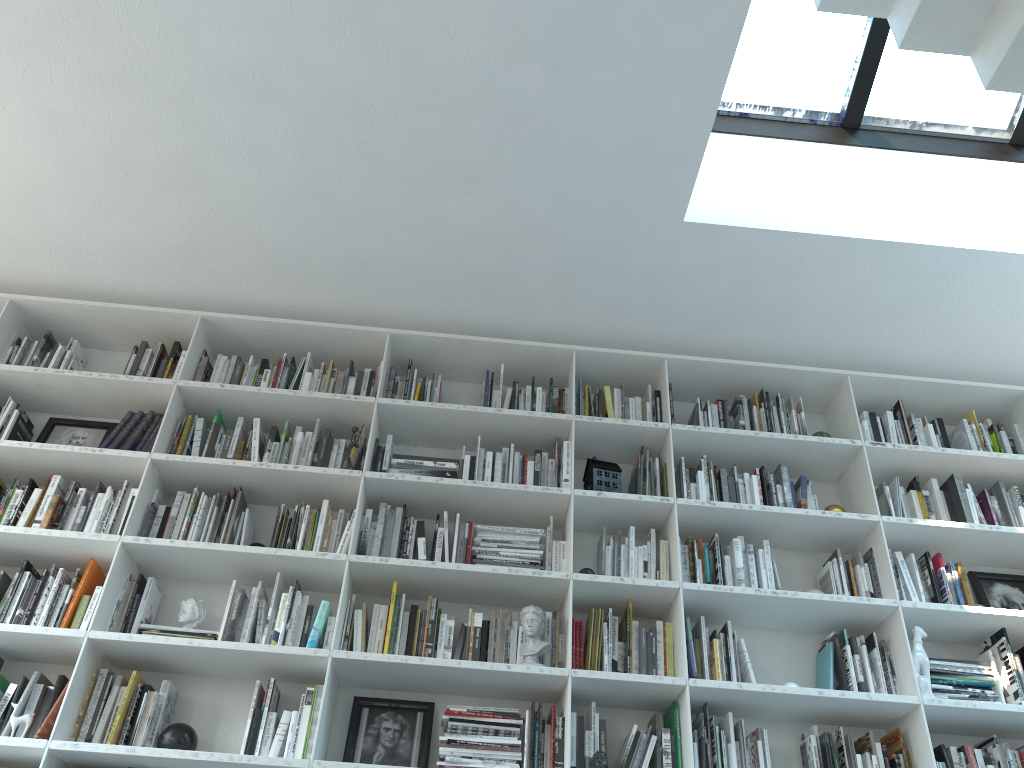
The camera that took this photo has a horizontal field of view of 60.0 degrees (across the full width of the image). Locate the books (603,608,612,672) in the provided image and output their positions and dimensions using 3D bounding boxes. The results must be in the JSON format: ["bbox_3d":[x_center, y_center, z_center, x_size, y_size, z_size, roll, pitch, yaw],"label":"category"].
[{"bbox_3d":[0.361,1.025,3.377,0.019,0.292,0.164,5,-37,-2],"label":"books"}]

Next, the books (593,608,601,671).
[{"bbox_3d":[0.312,1.019,3.373,0.035,0.291,0.146,5,-37,-2],"label":"books"}]

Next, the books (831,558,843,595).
[{"bbox_3d":[1.311,0.849,3.619,0.012,0.231,0.155,5,-37,-2],"label":"books"}]

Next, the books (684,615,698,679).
[{"bbox_3d":[0.665,1.054,3.384,0.035,0.286,0.192,5,-37,-2],"label":"books"}]

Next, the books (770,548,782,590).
[{"bbox_3d":[1.059,0.821,3.620,0.034,0.252,0.162,5,-37,-2],"label":"books"}]

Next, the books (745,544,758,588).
[{"bbox_3d":[0.952,0.803,3.600,0.025,0.243,0.184,5,-37,-2],"label":"books"}]

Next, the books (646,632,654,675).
[{"bbox_3d":[0.502,1.068,3.348,0.034,0.203,0.182,5,-37,-2],"label":"books"}]

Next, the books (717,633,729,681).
[{"bbox_3d":[0.795,1.091,3.384,0.017,0.241,0.133,5,-37,-2],"label":"books"}]

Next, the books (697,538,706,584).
[{"bbox_3d":[0.764,0.789,3.630,0.014,0.282,0.136,5,-37,-2],"label":"books"}]

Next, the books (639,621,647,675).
[{"bbox_3d":[0.479,1.046,3.352,0.027,0.240,0.190,5,-37,-2],"label":"books"}]

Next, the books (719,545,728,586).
[{"bbox_3d":[0.836,0.795,3.593,0.022,0.236,0.165,5,-37,-2],"label":"books"}]

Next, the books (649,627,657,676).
[{"bbox_3d":[0.526,1.068,3.375,0.028,0.238,0.146,5,-37,-2],"label":"books"}]

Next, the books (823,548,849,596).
[{"bbox_3d":[1.326,0.829,3.620,0.015,0.266,0.165,5,-37,-2],"label":"books"}]

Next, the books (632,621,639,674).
[{"bbox_3d":[0.454,1.055,3.374,0.033,0.251,0.175,5,-37,-2],"label":"books"}]

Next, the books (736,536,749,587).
[{"bbox_3d":[0.926,0.790,3.626,0.027,0.293,0.160,5,-37,-2],"label":"books"}]

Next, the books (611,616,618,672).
[{"bbox_3d":[0.378,1.047,3.391,0.035,0.276,0.140,5,-37,-2],"label":"books"}]

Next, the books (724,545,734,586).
[{"bbox_3d":[0.876,0.800,3.612,0.011,0.255,0.132,5,-37,-2],"label":"books"}]

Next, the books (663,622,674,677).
[{"bbox_3d":[0.588,1.067,3.391,0.033,0.267,0.142,5,-37,-2],"label":"books"}]

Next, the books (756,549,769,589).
[{"bbox_3d":[0.998,0.816,3.603,0.021,0.231,0.184,5,-37,-2],"label":"books"}]

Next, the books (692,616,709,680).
[{"bbox_3d":[0.711,1.052,3.370,0.013,0.277,0.193,5,-37,-2],"label":"books"}]

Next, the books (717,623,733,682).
[{"bbox_3d":[0.808,1.076,3.386,0.006,0.268,0.179,5,-37,-2],"label":"books"}]

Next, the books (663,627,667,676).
[{"bbox_3d":[0.568,1.075,3.386,0.019,0.246,0.149,5,-37,-2],"label":"books"}]

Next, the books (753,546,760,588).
[{"bbox_3d":[0.975,0.811,3.622,0.024,0.260,0.134,5,-37,-2],"label":"books"}]

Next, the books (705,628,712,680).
[{"bbox_3d":[0.735,1.081,3.387,0.013,0.254,0.145,5,-37,-2],"label":"books"}]

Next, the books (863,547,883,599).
[{"bbox_3d":[1.458,0.832,3.622,0.005,0.276,0.183,5,-37,-2],"label":"books"}]

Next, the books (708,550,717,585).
[{"bbox_3d":[0.796,0.808,3.596,0.026,0.214,0.162,5,-37,-2],"label":"books"}]

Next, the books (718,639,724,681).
[{"bbox_3d":[0.773,1.100,3.371,0.014,0.208,0.157,5,-37,-2],"label":"books"}]

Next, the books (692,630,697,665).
[{"bbox_3d":[0.684,1.085,3.387,0.007,0.243,0.146,5,-37,-2],"label":"books"}]

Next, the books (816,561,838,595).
[{"bbox_3d":[1.291,0.856,3.619,0.015,0.219,0.140,5,-37,-2],"label":"books"}]

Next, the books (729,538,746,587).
[{"bbox_3d":[0.899,0.785,3.595,0.030,0.261,0.183,5,-37,-2],"label":"books"}]

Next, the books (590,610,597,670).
[{"bbox_3d":[0.298,1.027,3.384,0.035,0.291,0.146,5,-37,-2],"label":"books"}]

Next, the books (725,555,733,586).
[{"bbox_3d":[0.857,0.820,3.588,0.025,0.193,0.172,5,-37,-2],"label":"books"}]

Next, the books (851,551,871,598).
[{"bbox_3d":[1.410,0.839,3.617,0.016,0.255,0.177,5,-37,-2],"label":"books"}]

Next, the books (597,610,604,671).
[{"bbox_3d":[0.323,1.029,3.385,0.035,0.291,0.146,5,-37,-2],"label":"books"}]

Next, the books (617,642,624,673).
[{"bbox_3d":[0.400,1.089,3.365,0.030,0.180,0.132,5,-37,-2],"label":"books"}]

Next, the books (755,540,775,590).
[{"bbox_3d":[1.023,0.795,3.606,0.024,0.270,0.170,5,-37,-2],"label":"books"}]

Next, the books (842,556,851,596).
[{"bbox_3d":[1.340,0.847,3.623,0.016,0.242,0.152,5,-37,-2],"label":"books"}]

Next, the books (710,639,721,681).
[{"bbox_3d":[0.751,1.089,3.344,0.017,0.191,0.192,5,-37,-2],"label":"books"}]

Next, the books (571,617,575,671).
[{"bbox_3d":[0.222,1.038,3.375,0.015,0.254,0.151,5,-37,-2],"label":"books"}]

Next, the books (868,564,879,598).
[{"bbox_3d":[1.447,0.864,3.605,0.012,0.205,0.170,5,-37,-2],"label":"books"}]

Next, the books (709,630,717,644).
[{"bbox_3d":[0.763,1.086,3.380,0.008,0.241,0.170,5,-37,-2],"label":"books"}]

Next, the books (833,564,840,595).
[{"bbox_3d":[1.302,0.860,3.612,0.005,0.204,0.154,5,-37,-2],"label":"books"}]

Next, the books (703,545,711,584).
[{"bbox_3d":[0.777,0.797,3.600,0.013,0.235,0.158,5,-37,-2],"label":"books"}]

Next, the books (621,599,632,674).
[{"bbox_3d":[0.438,1.017,3.396,0.021,0.335,0.170,5,-37,-2],"label":"books"}]

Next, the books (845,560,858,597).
[{"bbox_3d":[1.367,0.857,3.620,0.016,0.226,0.161,5,-37,-2],"label":"books"}]

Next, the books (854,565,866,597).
[{"bbox_3d":[1.393,0.865,3.608,0.013,0.200,0.174,5,-37,-2],"label":"books"}]

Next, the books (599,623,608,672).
[{"bbox_3d":[0.342,1.050,3.360,0.015,0.230,0.181,5,-37,-2],"label":"books"}]

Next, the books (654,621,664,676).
[{"bbox_3d":[0.551,1.057,3.379,0.032,0.265,0.143,5,-37,-2],"label":"books"}]

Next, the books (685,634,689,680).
[{"bbox_3d":[0.642,1.084,3.371,0.015,0.219,0.155,5,-37,-2],"label":"books"}]

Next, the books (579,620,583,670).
[{"bbox_3d":[0.253,1.051,3.382,0.013,0.245,0.177,5,-37,-2],"label":"books"}]

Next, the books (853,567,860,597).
[{"bbox_3d":[1.380,0.869,3.618,0.012,0.205,0.138,5,-37,-2],"label":"books"}]

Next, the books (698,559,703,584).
[{"bbox_3d":[0.745,0.819,3.585,0.021,0.178,0.137,5,-37,-2],"label":"books"}]

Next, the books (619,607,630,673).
[{"bbox_3d":[0.426,1.023,3.368,0.019,0.291,0.183,5,-37,-2],"label":"books"}]

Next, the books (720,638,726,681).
[{"bbox_3d":[0.784,1.095,3.365,0.007,0.210,0.159,5,-37,-2],"label":"books"}]

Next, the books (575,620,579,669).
[{"bbox_3d":[0.239,1.044,3.371,0.014,0.242,0.146,5,-37,-2],"label":"books"}]

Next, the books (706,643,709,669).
[{"bbox_3d":[0.720,1.101,3.363,0.014,0.191,0.147,5,-37,-2],"label":"books"}]

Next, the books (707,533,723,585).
[{"bbox_3d":[0.819,0.773,3.601,0.014,0.279,0.178,5,-37,-2],"label":"books"}]

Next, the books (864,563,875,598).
[{"bbox_3d":[1.422,0.860,3.601,0.013,0.203,0.175,5,-37,-2],"label":"books"}]

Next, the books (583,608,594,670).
[{"bbox_3d":[0.286,1.019,3.375,0.035,0.291,0.146,5,-37,-2],"label":"books"}]
